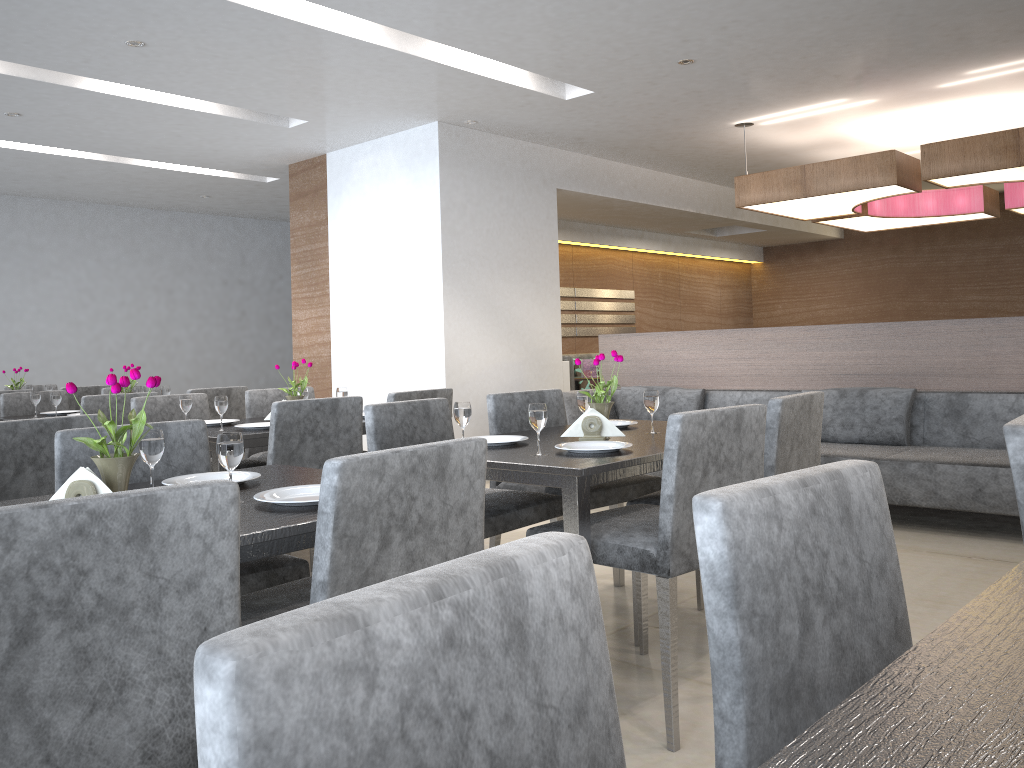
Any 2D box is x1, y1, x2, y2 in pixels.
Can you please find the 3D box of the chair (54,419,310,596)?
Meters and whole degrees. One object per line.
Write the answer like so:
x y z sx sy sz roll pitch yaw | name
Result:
-0.814 0.487 2.105 0.477 0.764 0.491 -1 -1 -42 | chair

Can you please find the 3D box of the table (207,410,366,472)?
-0.956 0.482 3.930 0.776 0.635 1.190 -1 1 43 | table

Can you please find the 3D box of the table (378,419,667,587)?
0.289 0.487 2.785 0.776 0.635 1.190 -1 1 43 | table

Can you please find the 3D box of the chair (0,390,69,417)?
-2.663 0.427 5.128 0.491 0.764 0.477 -3 -1 38 | chair

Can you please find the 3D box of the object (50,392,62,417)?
-2.408 0.112 4.669 0.053 0.139 0.053 -2 -2 1 | object

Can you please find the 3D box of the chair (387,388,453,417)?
-0.554 0.407 3.915 0.491 0.764 0.477 -3 -1 38 | chair

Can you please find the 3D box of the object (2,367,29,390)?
-3.524 0.015 6.291 0.104 0.277 0.155 -3 -2 40 | object

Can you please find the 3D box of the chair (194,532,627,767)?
0.130 0.520 0.496 0.491 0.764 0.477 -3 -1 38 | chair

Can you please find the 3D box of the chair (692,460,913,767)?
0.505 0.493 0.892 0.477 0.764 0.491 -1 -1 -42 | chair

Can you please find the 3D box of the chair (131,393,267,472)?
-1.405 0.432 3.971 0.491 0.764 0.477 -3 -1 38 | chair

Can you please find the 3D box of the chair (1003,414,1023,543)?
1.195 0.444 1.565 0.491 0.764 0.477 -3 -1 38 | chair

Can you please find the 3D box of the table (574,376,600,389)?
0.768 0.263 7.818 0.505 0.656 0.506 -2 -1 43 | table

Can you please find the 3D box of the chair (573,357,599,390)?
0.774 -0.076 8.837 0.218 0.396 0.427 -3 -1 43 | chair

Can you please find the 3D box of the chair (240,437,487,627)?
-0.337 0.490 1.653 0.491 0.764 0.477 -3 -1 38 | chair

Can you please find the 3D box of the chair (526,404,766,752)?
0.376 0.439 2.343 0.477 0.764 0.491 -1 -1 -42 | chair

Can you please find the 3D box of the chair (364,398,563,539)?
-0.161 0.438 2.827 0.491 0.764 0.477 -3 -1 38 | chair

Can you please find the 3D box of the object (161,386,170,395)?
-2.023 0.080 5.164 0.053 0.139 0.053 -2 -2 1 | object

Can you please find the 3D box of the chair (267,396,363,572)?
-0.868 0.434 3.488 0.477 0.764 0.491 -1 -1 -42 | chair

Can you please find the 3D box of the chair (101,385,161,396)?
-2.287 0.399 5.523 0.477 0.764 0.491 -1 -1 -42 | chair

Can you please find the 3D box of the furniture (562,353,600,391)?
2.939 0.070 8.405 4.250 0.855 5.653 0 3 43 | furniture

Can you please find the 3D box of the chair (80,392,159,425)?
-2.125 0.429 4.644 0.477 0.764 0.491 -1 -1 -42 | chair

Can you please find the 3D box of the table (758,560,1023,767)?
0.580 0.570 0.454 0.776 0.635 1.190 -1 1 43 | table

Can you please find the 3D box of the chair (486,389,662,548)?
0.214 0.410 3.222 0.477 0.764 0.491 -1 -1 -42 | chair

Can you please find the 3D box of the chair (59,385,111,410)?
-3.119 0.396 6.275 0.491 0.764 0.477 -3 -1 38 | chair

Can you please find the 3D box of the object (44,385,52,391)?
-3.348 0.074 6.383 0.053 0.139 0.053 -2 -2 1 | object

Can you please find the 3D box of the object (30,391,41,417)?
-2.623 0.111 4.867 0.053 0.139 0.053 -2 -2 1 | object

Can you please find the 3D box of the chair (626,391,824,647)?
0.691 0.412 2.770 0.491 0.764 0.477 -3 -1 38 | chair

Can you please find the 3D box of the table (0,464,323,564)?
-0.740 0.564 1.668 0.776 0.635 1.190 -1 1 43 | table

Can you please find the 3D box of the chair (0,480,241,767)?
-0.652 0.516 1.226 0.477 0.764 0.491 -1 -1 -42 | chair

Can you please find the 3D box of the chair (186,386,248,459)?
-1.811 0.402 5.071 0.491 0.764 0.477 -3 -1 38 | chair

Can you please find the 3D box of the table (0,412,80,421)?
-2.213 0.477 5.086 0.776 0.635 1.190 -1 1 43 | table

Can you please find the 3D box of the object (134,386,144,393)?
-2.232 0.082 5.291 0.053 0.139 0.053 -2 -2 1 | object

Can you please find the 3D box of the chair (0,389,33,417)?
-3.434 0.423 5.848 0.477 0.764 0.491 -1 -1 -42 | chair

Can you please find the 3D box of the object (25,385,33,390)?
-3.556 0.076 6.510 0.053 0.139 0.053 -2 -2 1 | object

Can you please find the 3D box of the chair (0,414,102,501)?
-1.582 0.484 2.798 0.491 0.764 0.477 -3 -1 38 | chair

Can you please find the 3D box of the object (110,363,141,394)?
-2.216 0.021 5.087 0.104 0.277 0.155 -3 -2 40 | object

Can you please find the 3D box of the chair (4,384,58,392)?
-3.596 0.393 6.727 0.477 0.764 0.491 -1 -1 -42 | chair

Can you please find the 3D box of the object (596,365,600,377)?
0.781 -0.122 7.747 0.094 0.126 0.107 -2 0 -5 | object

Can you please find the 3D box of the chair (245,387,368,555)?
-1.030 0.405 4.367 0.477 0.764 0.491 -1 -1 -42 | chair
